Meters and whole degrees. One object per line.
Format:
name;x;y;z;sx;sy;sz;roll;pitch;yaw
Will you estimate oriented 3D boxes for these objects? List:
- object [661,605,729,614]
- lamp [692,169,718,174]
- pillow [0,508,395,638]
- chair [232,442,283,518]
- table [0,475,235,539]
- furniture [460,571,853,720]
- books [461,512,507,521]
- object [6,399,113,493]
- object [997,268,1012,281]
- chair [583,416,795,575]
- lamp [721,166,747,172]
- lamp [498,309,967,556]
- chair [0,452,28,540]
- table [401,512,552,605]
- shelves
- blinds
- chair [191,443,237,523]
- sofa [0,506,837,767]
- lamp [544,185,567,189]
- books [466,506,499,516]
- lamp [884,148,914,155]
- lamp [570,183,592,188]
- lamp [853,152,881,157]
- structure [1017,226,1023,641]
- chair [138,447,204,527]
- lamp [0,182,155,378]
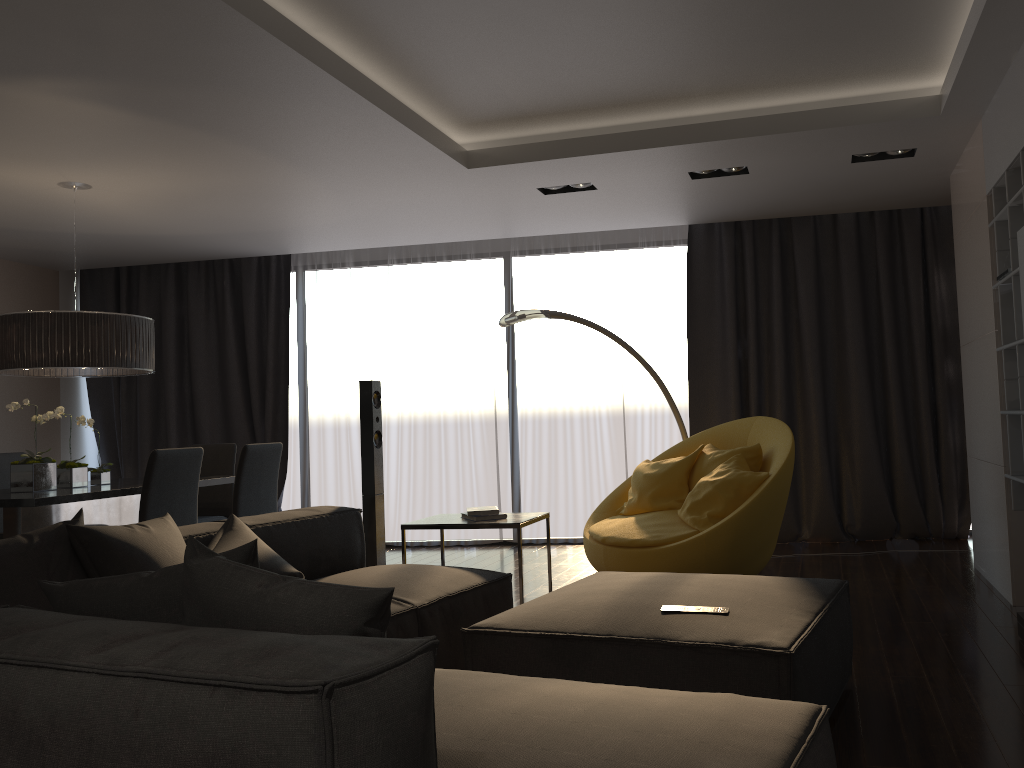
object;0.562;0.694;2.705;0.202;0.015;0.052;-3;-3;14
lamp;1.179;-1.332;5.411;0.168;0.077;0.186;-4;-3;36
pillow;-1.027;0.560;2.347;1.096;0.431;2.022;-1;-3;-20
chair;-1.692;0.841;5.187;0.556;0.965;0.439;-3;-3;16
table;-2.444;0.966;5.005;1.011;0.760;1.648;-3;-3;18
furniture;0.561;0.910;3.036;1.048;0.440;1.144;-4;-3;27
books;-0.140;0.647;4.323;0.170;0.023;0.222;-1;-3;-23
object;-2.562;0.336;4.961;0.303;0.501;0.587;-3;-3;15
object;2.475;-0.634;4.179;0.277;0.227;0.292;-3;-3;17
chair;1.035;0.712;5.210;1.173;1.006;1.469;-1;-3;-16
lamp;1.350;-1.341;5.369;0.169;0.077;0.185;-4;-3;29
lamp;2.064;0.330;6.257;4.292;1.780;0.573;-2;-3;-7
chair;-2.978;0.908;5.504;0.556;0.965;0.439;-3;-3;16
table;-0.159;0.941;4.315;0.585;0.563;0.463;-3;-3;16
shelves;2.326;-0.213;3.522;0.368;1.601;1.978;-3;-3;19
blinds;-0.174;-0.081;7.289;7.398;2.895;0.757;-3;-3;6
chair;-2.156;0.890;5.846;0.416;0.965;0.588;-3;-3;17
sofa;-0.385;0.798;2.589;2.620;0.704;2.591;-4;-3;26
lamp;0.267;-1.285;5.636;0.173;0.077;0.180;-3;-3;12
books;-0.145;0.625;4.338;0.157;0.022;0.202;-2;-3;-6
lamp;2.263;-1.388;5.144;0.169;0.077;0.185;-4;-3;29
lamp;0.437;-1.294;5.594;0.169;0.077;0.185;-4;-3;29
lamp;2.093;-1.379;5.185;0.168;0.077;0.186;-4;-3;36
structure;1.909;0.158;2.425;0.466;1.767;2.968;-3;-3;19
chair;-1.932;0.820;4.506;0.556;0.965;0.439;-3;-3;16
lamp;-2.518;-0.612;5.076;0.762;1.103;0.846;-5;-4;41
